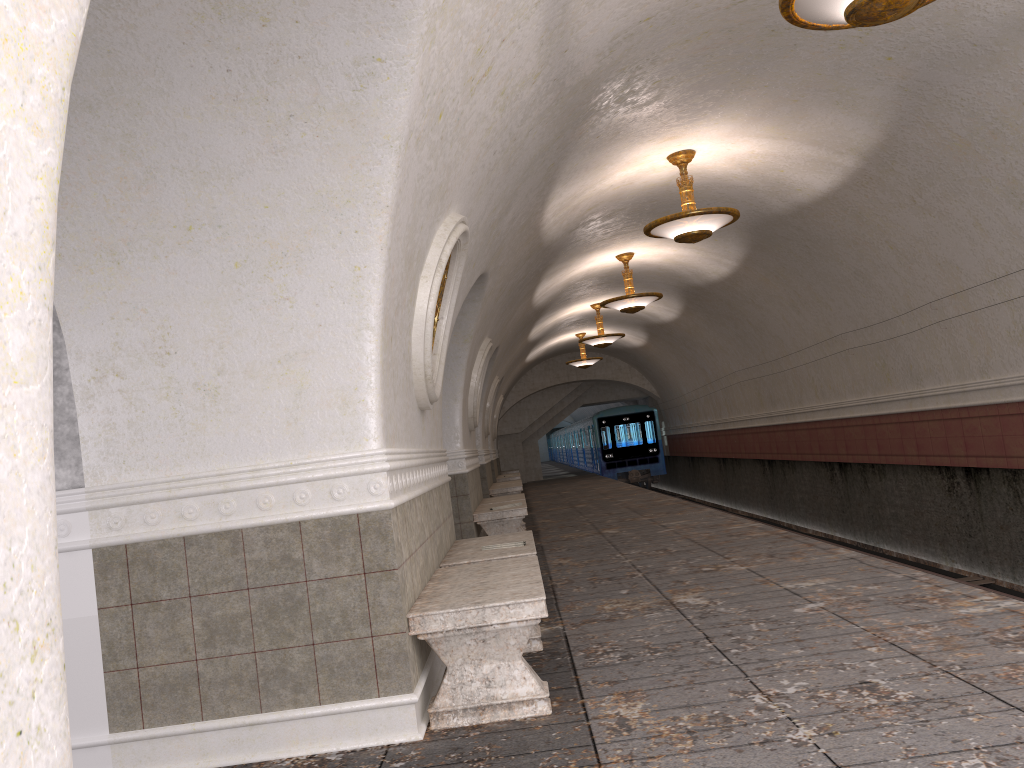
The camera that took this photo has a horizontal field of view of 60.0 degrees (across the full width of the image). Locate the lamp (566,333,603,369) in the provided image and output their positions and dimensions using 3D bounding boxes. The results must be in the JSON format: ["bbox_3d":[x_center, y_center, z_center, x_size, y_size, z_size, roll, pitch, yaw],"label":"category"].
[{"bbox_3d":[1.902,-0.875,23.800,1.008,0.955,1.008,-3,-6,-44],"label":"lamp"}]

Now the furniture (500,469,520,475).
[{"bbox_3d":[-0.036,3.067,28.793,0.613,0.508,1.509,-8,-4,0],"label":"furniture"}]

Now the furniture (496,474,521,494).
[{"bbox_3d":[-0.058,2.600,22.508,0.613,0.508,1.509,-8,-4,0],"label":"furniture"}]

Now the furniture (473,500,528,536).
[{"bbox_3d":[-0.100,1.712,10.557,0.613,0.508,1.509,-8,-4,0],"label":"furniture"}]

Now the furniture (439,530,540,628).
[{"bbox_3d":[-0.115,1.391,6.242,0.613,0.508,1.509,-8,-4,0],"label":"furniture"}]

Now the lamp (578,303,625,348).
[{"bbox_3d":[1.886,-1.233,18.983,1.008,0.955,1.008,-9,-4,16],"label":"lamp"}]

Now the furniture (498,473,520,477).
[{"bbox_3d":[-0.052,2.725,24.185,0.613,0.508,1.509,-8,-4,0],"label":"furniture"}]

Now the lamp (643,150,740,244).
[{"bbox_3d":[1.852,-1.948,9.352,1.008,0.955,1.008,-6,-4,-16],"label":"lamp"}]

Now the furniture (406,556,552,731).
[{"bbox_3d":[-0.121,1.266,4.565,0.613,0.508,1.509,-8,-4,0],"label":"furniture"}]

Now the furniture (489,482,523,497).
[{"bbox_3d":[-0.079,2.158,16.562,0.613,0.508,1.509,-8,-4,0],"label":"furniture"}]

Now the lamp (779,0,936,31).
[{"bbox_3d":[1.835,-2.309,4.503,1.008,0.955,1.008,-6,-4,-16],"label":"lamp"}]

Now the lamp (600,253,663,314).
[{"bbox_3d":[1.869,-1.590,14.168,1.008,0.955,1.008,-9,-4,16],"label":"lamp"}]

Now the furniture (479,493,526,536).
[{"bbox_3d":[-0.094,1.836,12.234,0.613,0.508,1.509,-8,-4,0],"label":"furniture"}]

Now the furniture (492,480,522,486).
[{"bbox_3d":[-0.073,2.283,18.239,0.613,0.508,1.509,-8,-4,0],"label":"furniture"}]
